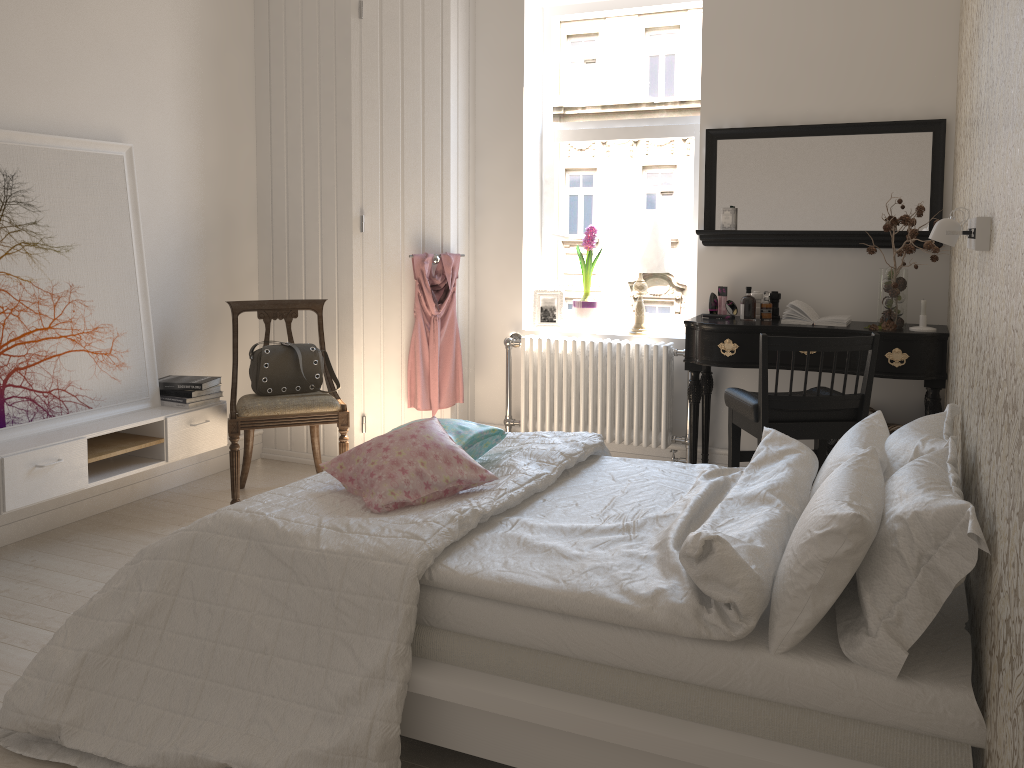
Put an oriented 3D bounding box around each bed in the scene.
[{"bbox_3d":[0.138,0.484,2.511,2.215,0.626,1.971,5,10,24],"label":"bed"}]

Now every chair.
[{"bbox_3d":[1.128,0.206,3.492,0.456,0.855,0.462,0,6,-5],"label":"chair"},{"bbox_3d":[-1.060,0.072,4.104,0.521,0.884,0.542,-2,6,-20],"label":"chair"}]

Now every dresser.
[{"bbox_3d":[-0.771,-0.890,4.772,1.026,2.564,0.706,3,5,24],"label":"dresser"}]

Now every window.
[{"bbox_3d":[0.596,-1.180,4.776,0.951,1.769,0.111,3,5,25],"label":"window"}]

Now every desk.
[{"bbox_3d":[1.351,0.136,4.007,1.107,0.817,0.439,4,6,24],"label":"desk"}]

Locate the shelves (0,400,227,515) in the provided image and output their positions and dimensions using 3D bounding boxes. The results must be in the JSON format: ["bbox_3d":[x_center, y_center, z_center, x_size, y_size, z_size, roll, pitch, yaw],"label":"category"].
[{"bbox_3d":[-1.681,0.256,3.636,0.368,0.208,1.125,4,10,24],"label":"shelves"}]

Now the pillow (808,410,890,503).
[{"bbox_3d":[0.930,0.267,2.436,0.204,0.301,0.566,3,9,24],"label":"pillow"}]

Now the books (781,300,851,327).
[{"bbox_3d":[1.387,-0.324,4.013,0.279,0.095,0.228,5,10,26],"label":"books"}]

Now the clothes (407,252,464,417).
[{"bbox_3d":[-0.395,-0.252,4.617,0.330,0.870,0.093,-3,6,-36],"label":"clothes"}]

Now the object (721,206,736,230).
[{"bbox_3d":[1.050,-0.807,4.286,0.072,0.120,0.037,4,6,29],"label":"object"}]

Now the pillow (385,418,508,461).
[{"bbox_3d":[-0.260,0.197,2.770,0.363,0.167,0.385,5,10,29],"label":"pillow"}]

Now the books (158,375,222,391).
[{"bbox_3d":[-1.490,-0.005,4.027,0.258,0.032,0.193,2,10,7],"label":"books"}]

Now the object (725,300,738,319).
[{"bbox_3d":[1.032,-0.359,4.227,0.083,0.085,0.080,-3,8,-25],"label":"object"}]

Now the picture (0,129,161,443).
[{"bbox_3d":[-1.812,-0.415,3.536,0.164,1.153,0.861,2,6,24],"label":"picture"}]

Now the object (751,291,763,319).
[{"bbox_3d":[1.167,-0.377,4.208,0.057,0.133,0.058,-1,5,-15],"label":"object"}]

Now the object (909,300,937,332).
[{"bbox_3d":[1.733,-0.287,3.719,0.105,0.130,0.105,-3,7,-30],"label":"object"}]

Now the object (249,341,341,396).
[{"bbox_3d":[-1.003,-0.079,4.065,0.400,0.246,0.214,-3,7,-21],"label":"object"}]

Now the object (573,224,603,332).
[{"bbox_3d":[0.406,-0.571,4.752,0.156,0.573,0.158,1,5,10],"label":"object"}]

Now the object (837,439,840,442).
[{"bbox_3d":[1.586,0.367,3.882,0.350,0.353,0.292,-3,7,-26],"label":"object"}]

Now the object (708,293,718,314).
[{"bbox_3d":[0.975,-0.384,4.269,0.054,0.119,0.031,-2,5,-27],"label":"object"}]

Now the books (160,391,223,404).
[{"bbox_3d":[-1.490,0.050,4.028,0.259,0.022,0.213,6,11,29],"label":"books"}]

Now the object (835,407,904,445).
[{"bbox_3d":[1.625,0.352,3.903,0.394,0.429,0.396,-4,8,-33],"label":"object"}]

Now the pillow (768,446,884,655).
[{"bbox_3d":[0.684,0.339,1.890,0.202,0.305,0.569,3,9,24],"label":"pillow"}]

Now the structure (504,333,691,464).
[{"bbox_3d":[0.435,0.106,4.576,1.070,0.677,0.167,4,6,25],"label":"structure"}]

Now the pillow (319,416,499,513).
[{"bbox_3d":[-0.293,0.226,2.482,0.395,0.200,0.356,-5,10,-33],"label":"pillow"}]

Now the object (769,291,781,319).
[{"bbox_3d":[1.249,-0.375,4.200,0.057,0.133,0.058,-1,5,-15],"label":"object"}]

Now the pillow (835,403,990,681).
[{"bbox_3d":[0.927,0.286,2.124,0.311,0.351,1.265,3,10,24],"label":"pillow"}]

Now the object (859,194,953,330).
[{"bbox_3d":[1.640,-0.499,3.686,0.317,0.594,0.547,0,7,-5],"label":"object"}]

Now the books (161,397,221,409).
[{"bbox_3d":[-1.487,0.074,4.019,0.242,0.022,0.193,5,11,26],"label":"books"}]

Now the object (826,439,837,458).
[{"bbox_3d":[1.560,0.341,3.933,0.368,0.329,0.305,4,8,25],"label":"object"}]

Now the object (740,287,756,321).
[{"bbox_3d":[1.107,-0.377,4.133,0.070,0.157,0.071,2,5,19],"label":"object"}]

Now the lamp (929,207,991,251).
[{"bbox_3d":[1.018,-0.355,2.018,0.115,0.092,0.328,4,10,24],"label":"lamp"}]

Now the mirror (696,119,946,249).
[{"bbox_3d":[1.421,-0.920,4.103,1.120,0.568,0.067,4,6,24],"label":"mirror"}]

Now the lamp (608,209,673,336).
[{"bbox_3d":[0.670,-0.582,4.607,0.340,0.647,0.343,4,7,36],"label":"lamp"}]

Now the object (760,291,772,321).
[{"bbox_3d":[1.188,-0.365,4.122,0.054,0.138,0.054,-2,6,-26],"label":"object"}]

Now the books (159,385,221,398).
[{"bbox_3d":[-1.484,0.026,4.020,0.240,0.028,0.192,4,11,22],"label":"books"}]

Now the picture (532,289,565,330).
[{"bbox_3d":[0.198,-0.405,4.811,0.176,0.224,0.050,1,4,5],"label":"picture"}]
